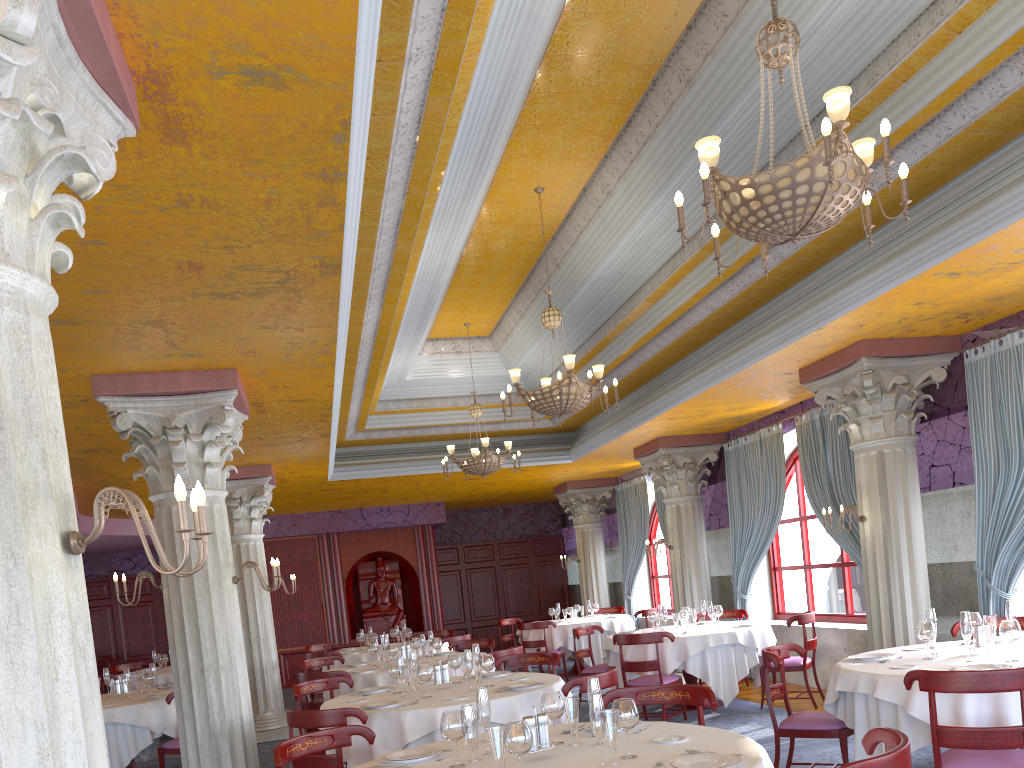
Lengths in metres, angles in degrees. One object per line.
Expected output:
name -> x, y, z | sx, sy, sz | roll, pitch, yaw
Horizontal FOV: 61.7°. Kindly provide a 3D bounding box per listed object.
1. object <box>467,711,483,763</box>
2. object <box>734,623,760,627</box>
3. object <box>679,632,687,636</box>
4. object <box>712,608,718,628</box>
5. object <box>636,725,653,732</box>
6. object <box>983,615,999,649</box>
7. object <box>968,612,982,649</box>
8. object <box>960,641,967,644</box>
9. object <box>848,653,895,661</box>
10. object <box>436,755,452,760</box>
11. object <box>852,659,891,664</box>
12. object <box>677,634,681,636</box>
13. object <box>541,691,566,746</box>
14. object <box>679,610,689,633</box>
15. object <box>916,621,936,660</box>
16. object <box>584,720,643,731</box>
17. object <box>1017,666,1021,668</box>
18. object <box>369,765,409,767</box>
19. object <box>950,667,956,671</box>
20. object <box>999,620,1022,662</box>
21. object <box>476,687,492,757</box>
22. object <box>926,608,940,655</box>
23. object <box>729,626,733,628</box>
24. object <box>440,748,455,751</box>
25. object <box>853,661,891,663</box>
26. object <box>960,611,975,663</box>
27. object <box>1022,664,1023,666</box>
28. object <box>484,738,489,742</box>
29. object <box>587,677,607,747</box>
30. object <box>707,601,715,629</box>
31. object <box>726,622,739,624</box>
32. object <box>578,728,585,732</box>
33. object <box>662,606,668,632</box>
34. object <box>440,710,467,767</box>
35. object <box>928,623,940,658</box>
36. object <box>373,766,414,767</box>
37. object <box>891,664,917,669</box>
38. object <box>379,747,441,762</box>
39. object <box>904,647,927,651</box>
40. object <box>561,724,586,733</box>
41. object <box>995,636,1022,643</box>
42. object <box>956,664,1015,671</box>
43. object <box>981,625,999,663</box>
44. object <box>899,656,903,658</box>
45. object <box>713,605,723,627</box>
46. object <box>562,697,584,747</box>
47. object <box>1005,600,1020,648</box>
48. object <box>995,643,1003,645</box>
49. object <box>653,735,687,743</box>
object -> -0.188, 1.681, 4.078 | 0.084, 0.237, 0.087 | -6, 1, -33
object -> 2.812, 2.877, 10.227 | 0.311, 0.024, 0.322 | -3, -13, -13
object -> 1.956, 2.896, 9.905 | 0.056, 0.019, 0.257 | -14, -15, 35
object -> 2.465, 2.859, 10.451 | 0.084, 0.237, 0.087 | -6, 1, -33
object -> 0.681, 1.783, 4.433 | 0.028, 0.013, 0.233 | -12, -14, 30
object -> 3.417, 1.767, 6.104 | 0.086, 0.237, 0.085 | -6, 1, 12
object -> 3.327, 1.780, 6.180 | 0.121, 0.264, 0.123 | -6, -1, -22
object -> 3.460, 1.967, 6.527 | 0.056, 0.019, 0.257 | -14, -15, 35
object -> 2.603, 1.981, 6.205 | 0.311, 0.024, 0.322 | -3, -13, -13
object -> -0.327, 1.844, 4.232 | 0.030, 0.011, 0.139 | -13, -15, 33
object -> 2.522, 1.947, 6.010 | 0.262, 0.019, 0.054 | -15, -14, 36
object -> 1.923, 2.912, 9.924 | 0.022, 0.003, 0.254 | -13, -15, 29
object -> 0.211, 1.674, 4.285 | 0.123, 0.264, 0.121 | -6, 0, 23
object -> 2.063, 2.840, 10.242 | 0.121, 0.264, 0.124 | -6, -1, -45
object -> 2.851, 1.762, 5.883 | 0.122, 0.264, 0.122 | -6, 0, 0
object -> 0.537, 1.819, 4.549 | 0.311, 0.024, 0.322 | 2, -15, -32
object -> 3.008, 1.693, 5.085 | 0.022, 0.003, 0.254 | -13, -15, 29
object -> -0.595, 1.840, 4.115 | 0.262, 0.019, 0.054 | -15, -14, 36
object -> 2.704, 1.762, 5.266 | 0.028, 0.013, 0.233 | -12, -14, 30
object -> 3.148, 1.622, 5.403 | 0.122, 0.264, 0.122 | -6, 0, 0
object -> -0.132, 1.652, 4.188 | 0.073, 0.336, 0.074 | -7, 2, -22
object -> 2.985, 1.758, 6.083 | 0.074, 0.336, 0.073 | -5, 2, 23
object -> 2.627, 2.922, 10.306 | 0.030, 0.011, 0.139 | -13, -15, 33
object -> -0.397, 1.901, 4.453 | 0.236, 0.013, 0.027 | -14, -13, 32
object -> 2.541, 1.961, 6.044 | 0.258, 0.003, 0.022 | -14, -15, 31
object -> 2.943, 1.639, 5.541 | 0.074, 0.336, 0.073 | -5, 2, 23
object -> 3.041, 1.677, 5.066 | 0.056, 0.019, 0.257 | -14, -15, 35
object -> -0.072, 1.894, 4.565 | 0.158, 0.009, 0.163 | -3, -13, -13
object -> 0.408, 1.585, 4.145 | 0.073, 0.336, 0.074 | -7, 2, -22
object -> 2.399, 2.791, 10.337 | 0.074, 0.336, 0.073 | -5, 2, 23
object -> 2.787, 3.024, 10.825 | 0.162, 0.009, 0.159 | -15, -16, 36
object -> 0.378, 1.861, 4.614 | 0.022, 0.003, 0.254 | -13, -15, 29
object -> 1.859, 2.858, 10.380 | 0.074, 0.336, 0.073 | -6, 2, 0
object -> -0.266, 1.656, 3.989 | 0.121, 0.264, 0.123 | -6, -1, -22
object -> 2.928, 1.788, 5.972 | 0.084, 0.237, 0.087 | -6, 1, -33
object -> -0.575, 1.855, 4.149 | 0.258, 0.003, 0.022 | -14, -15, 31
object -> 2.576, 1.860, 5.631 | 0.159, 0.009, 0.162 | -7, -13, 7
object -> -0.513, 1.874, 4.310 | 0.314, 0.024, 0.319 | -7, -13, 7
object -> 3.045, 2.001, 6.460 | 0.159, 0.009, 0.162 | -7, -13, 7
object -> 0.343, 1.860, 4.632 | 0.056, 0.019, 0.257 | -14, -15, 35
object -> 3.654, 1.925, 6.444 | 0.311, 0.024, 0.322 | -3, -13, -13
object -> 2.846, 1.714, 5.149 | 0.314, 0.024, 0.319 | -7, -13, 7
object -> 3.061, 1.662, 5.481 | 0.084, 0.237, 0.087 | -6, 1, -33
object -> 2.789, 1.950, 6.127 | 0.030, 0.011, 0.139 | -13, -15, 33
object -> 2.540, 2.858, 10.539 | 0.121, 0.264, 0.124 | -6, -1, -45
object -> 0.300, 1.660, 4.209 | 0.084, 0.237, 0.087 | -6, 1, -33
object -> 3.524, 1.692, 6.040 | 0.074, 0.336, 0.073 | -5, 2, 23
object -> 3.578, 1.898, 6.259 | 0.141, 0.011, 0.029 | -15, -14, 34
object -> 0.755, 1.699, 4.091 | 0.158, 0.009, 0.163 | -3, -13, -13
